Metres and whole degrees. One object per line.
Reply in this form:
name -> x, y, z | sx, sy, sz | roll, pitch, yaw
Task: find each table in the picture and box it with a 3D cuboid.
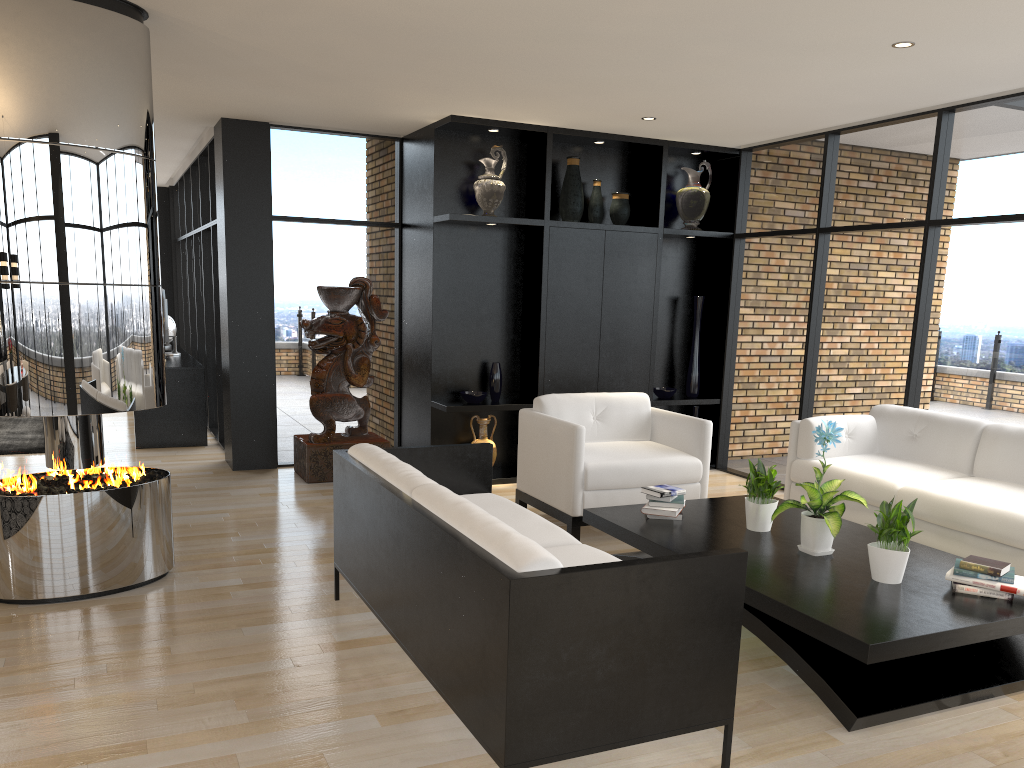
table -> 1.383, 0.960, 4.250 | 1.262, 0.357, 2.006 | -1, 7, -25

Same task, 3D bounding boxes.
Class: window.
window -> -3.032, -1.589, 5.636 | 10.083, 4.861, 15.725 | -4, 8, -38

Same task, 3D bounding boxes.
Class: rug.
rug -> -5.716, 0.453, 8.626 | 2.478, 0.012, 2.993 | -1, 7, -24

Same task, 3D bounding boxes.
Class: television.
television -> -3.719, -0.664, 9.276 | 0.408, 0.722, 0.919 | 1, 8, -6

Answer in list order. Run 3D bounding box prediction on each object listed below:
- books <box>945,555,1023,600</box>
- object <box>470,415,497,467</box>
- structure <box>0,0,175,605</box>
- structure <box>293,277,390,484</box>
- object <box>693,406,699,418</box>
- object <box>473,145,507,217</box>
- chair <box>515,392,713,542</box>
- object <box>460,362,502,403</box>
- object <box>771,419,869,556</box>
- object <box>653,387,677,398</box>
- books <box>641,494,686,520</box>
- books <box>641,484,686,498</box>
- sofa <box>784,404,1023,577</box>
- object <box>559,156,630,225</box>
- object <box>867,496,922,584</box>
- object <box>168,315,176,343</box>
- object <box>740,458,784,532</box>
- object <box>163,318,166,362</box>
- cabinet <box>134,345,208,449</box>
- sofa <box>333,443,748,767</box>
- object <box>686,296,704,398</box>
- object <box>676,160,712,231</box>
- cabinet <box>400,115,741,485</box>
books -> 1.973, 0.798, 3.650 | 0.306, 0.128, 0.221 | 6, 8, 32
object -> -0.233, 0.493, 7.099 | 0.222, 0.502, 0.219 | 2, 10, 2
structure -> -2.129, -0.361, 4.205 | 0.888, 2.787, 0.579 | -6, 13, -36
structure -> -1.342, -0.051, 7.066 | 0.730, 1.620, 0.509 | -3, 12, -24
object -> 1.634, 0.457, 7.915 | 0.109, 0.527, 0.108 | 8, 13, 29
object -> -0.171, -1.540, 6.705 | 0.244, 0.553, 0.241 | 5, 11, 19
chair -> 0.658, 0.517, 5.807 | 0.999, 0.870, 0.843 | -2, 9, -25
object -> -0.228, -0.007, 6.999 | 0.372, 0.318, 0.210 | -2, 10, -26
object -> 1.424, 0.479, 4.085 | 0.370, 0.641, 0.350 | 1, 10, -5
object -> 1.333, 0.082, 7.731 | 0.212, 0.082, 0.210 | -2, 8, -27
books -> 0.815, 0.647, 4.749 | 0.223, 0.128, 0.303 | 4, 7, 14
books -> 0.809, 0.573, 4.720 | 0.184, 0.027, 0.153 | -2, 7, -34
sofa -> 2.716, 0.689, 4.776 | 0.853, 0.868, 2.660 | -2, 8, -25
object -> 0.668, -1.537, 7.100 | 0.617, 0.519, 0.205 | -2, 11, -24
object -> 1.612, 0.655, 3.746 | 0.213, 0.376, 0.282 | 11, 13, 43
object -> -4.107, -0.614, 10.149 | 0.461, 0.414, 0.459 | -6, 11, -42
object -> 1.272, 0.565, 4.503 | 0.214, 0.376, 0.281 | 7, 11, 28
object -> -3.369, -0.434, 8.432 | 0.105, 0.467, 0.253 | -3, 11, -24
cabinet -> -3.758, 0.057, 9.431 | 0.620, 0.751, 3.000 | -2, 8, -25
sofa -> -0.058, 0.761, 3.531 | 0.837, 0.816, 2.005 | -2, 8, -25
object -> 1.615, -0.321, 7.764 | 0.113, 0.897, 0.112 | -1, 11, -13
object -> 1.531, -1.592, 7.464 | 0.284, 0.603, 0.280 | 7, 11, 25
cabinet -> 0.487, -0.640, 7.623 | 2.658, 2.786, 1.167 | -2, 11, -23
